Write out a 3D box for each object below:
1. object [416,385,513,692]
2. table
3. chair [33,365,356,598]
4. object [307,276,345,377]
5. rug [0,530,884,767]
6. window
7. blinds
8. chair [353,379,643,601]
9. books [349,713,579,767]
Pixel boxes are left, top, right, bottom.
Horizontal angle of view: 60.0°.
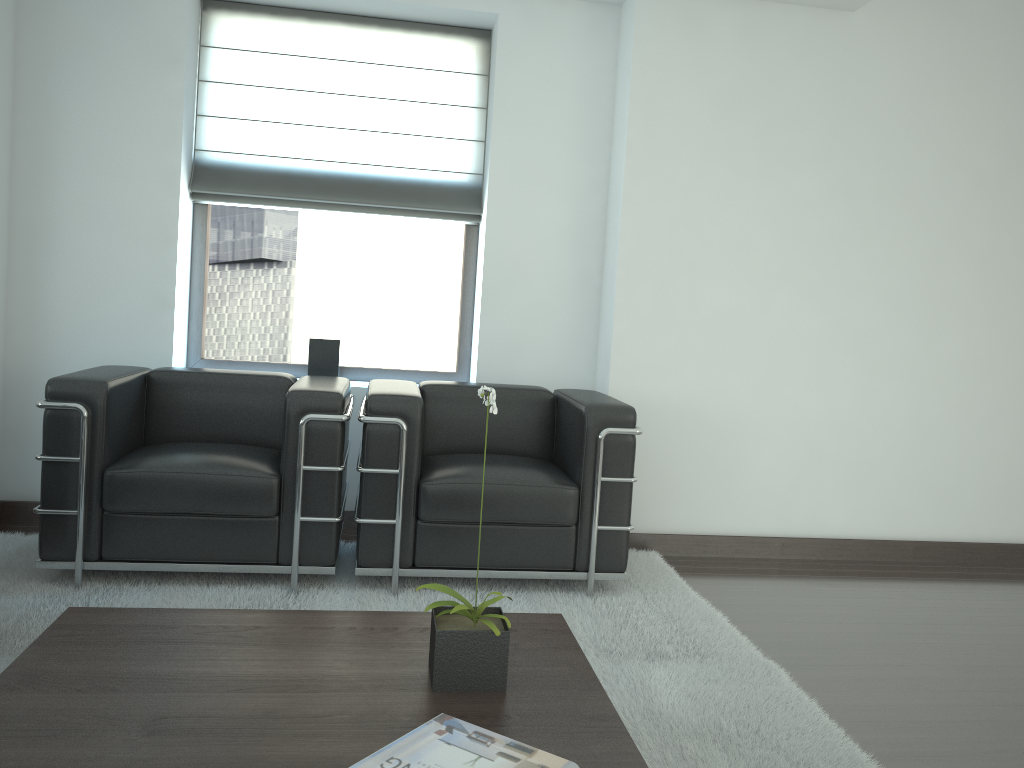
[{"bbox_3d":[-0.135,0.491,2.932,0.335,0.990,0.253,3,3,-8],"label":"object"},{"bbox_3d":[-0.618,1.210,2.576,1.920,0.440,1.941,3,5,-8],"label":"table"},{"bbox_3d":[-1.807,0.530,5.310,1.645,1.168,1.126,3,4,-8],"label":"chair"},{"bbox_3d":[-1.366,-0.398,6.515,0.243,0.775,0.239,3,3,-8],"label":"object"},{"bbox_3d":[-1.099,1.342,2.874,5.167,0.110,6.267,3,5,-8],"label":"rug"},{"bbox_3d":[-1.307,-1.398,6.775,2.131,2.727,0.146,3,3,-8],"label":"window"},{"bbox_3d":[-1.239,-2.006,6.575,2.122,1.474,0.223,3,3,-8],"label":"blinds"},{"bbox_3d":[-0.142,0.618,5.549,1.645,1.168,1.126,3,4,-8],"label":"chair"},{"bbox_3d":[-0.150,0.986,2.171,0.446,0.045,0.518,7,6,32],"label":"books"}]
